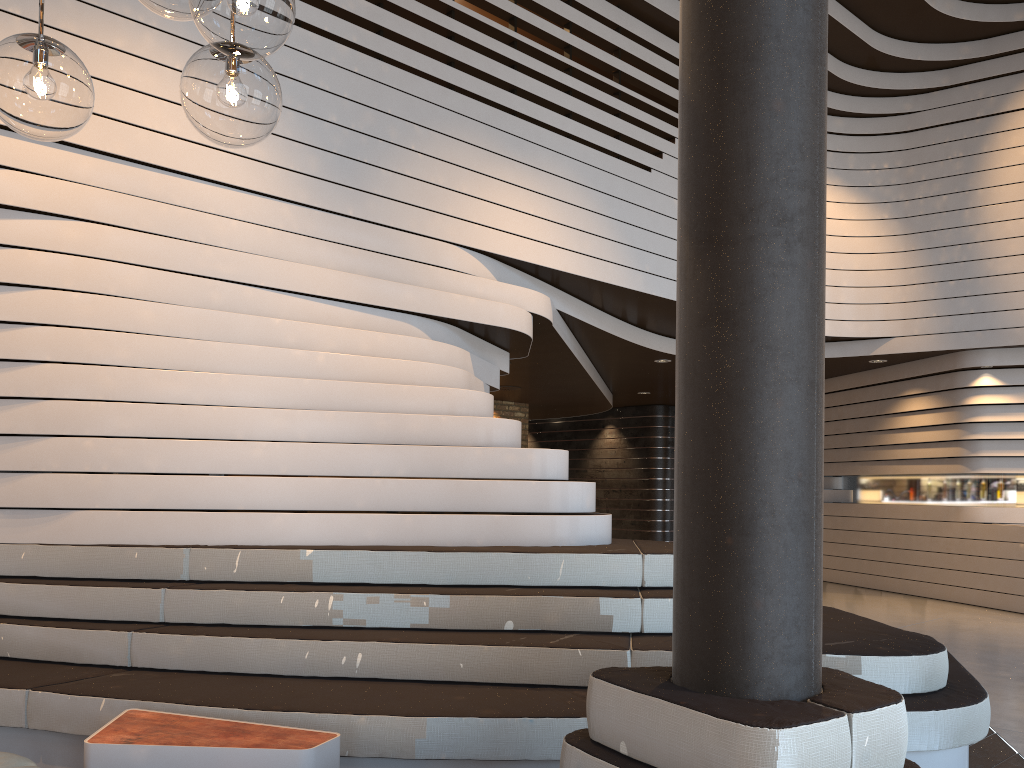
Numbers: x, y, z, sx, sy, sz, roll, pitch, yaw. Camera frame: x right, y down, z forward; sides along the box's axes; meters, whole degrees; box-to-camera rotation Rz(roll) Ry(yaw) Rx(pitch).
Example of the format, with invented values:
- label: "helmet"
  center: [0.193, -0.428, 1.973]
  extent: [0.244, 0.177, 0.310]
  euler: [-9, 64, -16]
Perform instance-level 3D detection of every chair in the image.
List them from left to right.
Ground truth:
- label: "chair"
  center: [-1.565, 1.077, 2.263]
  extent: [0.708, 0.764, 0.662]
  euler: [3, -4, -27]

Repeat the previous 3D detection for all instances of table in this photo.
- label: "table"
  center: [-1.069, 1.365, 2.962]
  extent: [0.909, 0.369, 0.414]
  euler: [-1, -5, 19]

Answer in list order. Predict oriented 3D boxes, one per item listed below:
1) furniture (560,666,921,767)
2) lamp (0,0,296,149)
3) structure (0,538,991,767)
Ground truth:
- label: "furniture"
  center: [0.563, 1.101, 2.026]
  extent: [1.769, 0.720, 1.284]
  euler: [2, -5, -8]
- label: "lamp"
  center: [2.384, -2.118, 6.236]
  extent: [41.811, 4.600, 9.109]
  euler: [7, -8, -43]
- label: "structure"
  center: [-5.178, 0.705, 0.244]
  extent: [5.819, 0.924, 18.173]
  euler: [-5, -9, 43]
